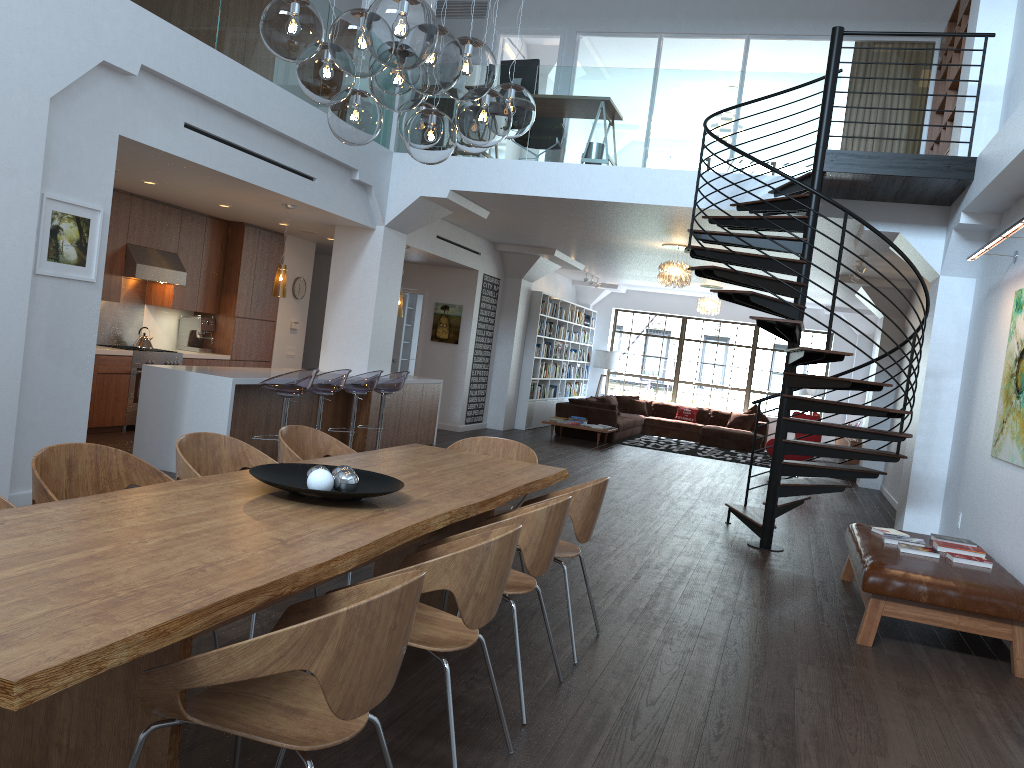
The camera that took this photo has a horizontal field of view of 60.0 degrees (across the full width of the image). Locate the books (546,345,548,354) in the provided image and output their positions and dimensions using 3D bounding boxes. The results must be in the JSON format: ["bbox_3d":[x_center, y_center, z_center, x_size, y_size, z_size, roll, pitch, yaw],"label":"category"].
[{"bbox_3d":[0.549,-0.603,16.165,0.167,0.230,0.037,8,2,17],"label":"books"}]

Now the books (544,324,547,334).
[{"bbox_3d":[0.510,-0.979,15.888,0.174,0.236,0.142,8,3,18],"label":"books"}]

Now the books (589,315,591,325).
[{"bbox_3d":[1.592,-1.363,19.136,0.183,0.253,0.042,8,2,17],"label":"books"}]

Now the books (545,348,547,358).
[{"bbox_3d":[0.547,-0.598,16.132,0.161,0.223,0.026,8,2,17],"label":"books"}]

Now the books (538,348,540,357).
[{"bbox_3d":[0.429,-0.566,15.694,0.107,0.167,0.017,8,2,17],"label":"books"}]

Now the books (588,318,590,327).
[{"bbox_3d":[1.577,-1.363,19.095,0.183,0.253,0.042,8,2,17],"label":"books"}]

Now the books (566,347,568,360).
[{"bbox_3d":[1.023,-0.615,17.664,0.160,0.251,0.036,8,2,17],"label":"books"}]

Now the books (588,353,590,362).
[{"bbox_3d":[1.616,-0.599,19.516,0.182,0.215,0.188,8,2,17],"label":"books"}]

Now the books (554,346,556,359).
[{"bbox_3d":[0.732,-0.608,16.716,0.174,0.240,0.054,8,2,17],"label":"books"}]

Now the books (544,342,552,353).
[{"bbox_3d":[0.649,-0.632,16.456,0.176,0.294,0.102,8,2,17],"label":"books"}]

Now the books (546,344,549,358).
[{"bbox_3d":[0.580,-0.613,16.229,0.182,0.253,0.034,8,2,17],"label":"books"}]

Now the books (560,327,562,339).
[{"bbox_3d":[0.865,-0.986,16.981,0.170,0.245,0.057,8,2,17],"label":"books"}]

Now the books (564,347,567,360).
[{"bbox_3d":[0.968,-0.614,17.460,0.174,0.251,0.051,8,2,17],"label":"books"}]

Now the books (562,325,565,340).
[{"bbox_3d":[0.918,-1.006,17.162,0.197,0.283,0.065,8,2,17],"label":"books"}]

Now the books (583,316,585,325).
[{"bbox_3d":[1.450,-1.346,18.645,0.161,0.223,0.032,8,2,17],"label":"books"}]

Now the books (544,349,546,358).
[{"bbox_3d":[0.527,-0.612,16.083,0.159,0.250,0.026,8,2,17],"label":"books"}]

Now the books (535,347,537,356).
[{"bbox_3d":[0.359,-0.573,15.507,0.128,0.178,0.022,8,2,17],"label":"books"}]

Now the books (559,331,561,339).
[{"bbox_3d":[0.849,-0.974,16.914,0.161,0.223,0.027,8,2,17],"label":"books"}]

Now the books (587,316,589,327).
[{"bbox_3d":[1.552,-1.363,19.011,0.183,0.253,0.042,8,2,17],"label":"books"}]

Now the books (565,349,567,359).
[{"bbox_3d":[0.992,-0.599,17.527,0.161,0.223,0.030,8,2,17],"label":"books"}]

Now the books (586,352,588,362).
[{"bbox_3d":[1.561,-0.603,19.334,0.161,0.222,0.084,8,2,17],"label":"books"}]

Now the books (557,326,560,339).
[{"bbox_3d":[0.810,-0.989,16.791,0.182,0.253,0.034,8,2,17],"label":"books"}]

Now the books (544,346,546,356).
[{"bbox_3d":[0.515,-0.610,16.043,0.170,0.245,0.057,8,2,17],"label":"books"}]

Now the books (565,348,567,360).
[{"bbox_3d":[0.990,-0.614,17.564,0.183,0.253,0.039,8,2,17],"label":"books"}]

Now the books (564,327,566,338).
[{"bbox_3d":[0.951,-0.988,17.228,0.159,0.250,0.026,8,2,17],"label":"books"}]

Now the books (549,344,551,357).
[{"bbox_3d":[0.617,-0.614,16.364,0.182,0.253,0.034,8,2,17],"label":"books"}]

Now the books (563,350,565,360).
[{"bbox_3d":[0.953,-0.600,17.423,0.161,0.223,0.030,8,2,17],"label":"books"}]

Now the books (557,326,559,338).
[{"bbox_3d":[0.780,-0.982,16.695,0.174,0.239,0.045,8,2,17],"label":"books"}]

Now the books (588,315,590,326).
[{"bbox_3d":[1.566,-1.363,19.053,0.183,0.253,0.042,8,2,17],"label":"books"}]

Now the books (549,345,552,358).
[{"bbox_3d":[0.637,-0.613,16.394,0.182,0.253,0.034,8,2,17],"label":"books"}]

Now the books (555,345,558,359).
[{"bbox_3d":[0.757,-0.616,16.826,0.183,0.253,0.042,8,2,17],"label":"books"}]

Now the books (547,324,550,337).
[{"bbox_3d":[0.588,-0.986,16.131,0.171,0.246,0.039,8,2,17],"label":"books"}]

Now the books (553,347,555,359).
[{"bbox_3d":[0.717,-0.600,16.675,0.161,0.223,0.032,8,2,17],"label":"books"}]

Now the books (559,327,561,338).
[{"bbox_3d":[0.839,-0.974,16.889,0.161,0.223,0.026,8,2,17],"label":"books"}]

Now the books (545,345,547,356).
[{"bbox_3d":[0.541,-0.598,16.106,0.161,0.223,0.027,8,2,17],"label":"books"}]

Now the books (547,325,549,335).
[{"bbox_3d":[0.574,-0.988,16.095,0.160,0.251,0.039,8,2,17],"label":"books"}]

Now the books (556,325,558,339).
[{"bbox_3d":[0.763,-0.988,16.623,0.182,0.253,0.034,8,2,17],"label":"books"}]

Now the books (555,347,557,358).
[{"bbox_3d":[0.758,-0.599,16.787,0.161,0.223,0.032,8,2,17],"label":"books"}]

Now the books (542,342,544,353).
[{"bbox_3d":[0.455,-0.629,15.864,0.197,0.283,0.065,8,2,17],"label":"books"}]

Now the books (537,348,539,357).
[{"bbox_3d":[0.407,-0.566,15.647,0.120,0.167,0.020,8,2,17],"label":"books"}]

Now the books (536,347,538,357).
[{"bbox_3d":[0.388,-0.570,15.595,0.109,0.171,0.018,8,2,17],"label":"books"}]

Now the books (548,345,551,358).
[{"bbox_3d":[0.611,-0.607,16.325,0.174,0.239,0.045,8,2,17],"label":"books"}]

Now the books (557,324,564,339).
[{"bbox_3d":[0.904,-1.009,17.102,0.176,0.290,0.053,8,2,17],"label":"books"}]

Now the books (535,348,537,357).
[{"bbox_3d":[0.363,-0.573,15.528,0.128,0.178,0.021,8,2,17],"label":"books"}]

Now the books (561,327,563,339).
[{"bbox_3d":[0.883,-0.983,17.029,0.174,0.239,0.045,8,2,17],"label":"books"}]

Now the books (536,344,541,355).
[{"bbox_3d":[0.427,-0.600,15.730,0.140,0.231,0.042,8,2,17],"label":"books"}]

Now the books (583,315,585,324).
[{"bbox_3d":[1.432,-1.347,18.617,0.161,0.223,0.033,8,2,17],"label":"books"}]

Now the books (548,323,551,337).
[{"bbox_3d":[0.608,-0.990,16.202,0.183,0.253,0.042,8,2,17],"label":"books"}]

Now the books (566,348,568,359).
[{"bbox_3d":[1.014,-0.612,17.628,0.171,0.246,0.036,8,2,17],"label":"books"}]

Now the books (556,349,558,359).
[{"bbox_3d":[0.801,-0.591,16.939,0.161,0.207,0.135,8,2,17],"label":"books"}]

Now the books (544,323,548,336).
[{"bbox_3d":[0.540,-0.989,15.973,0.183,0.253,0.042,8,2,17],"label":"books"}]

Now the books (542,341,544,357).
[{"bbox_3d":[0.477,-0.632,15.920,0.176,0.290,0.053,8,2,17],"label":"books"}]

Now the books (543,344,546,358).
[{"bbox_3d":[0.503,-0.606,15.993,0.174,0.239,0.045,8,2,17],"label":"books"}]
